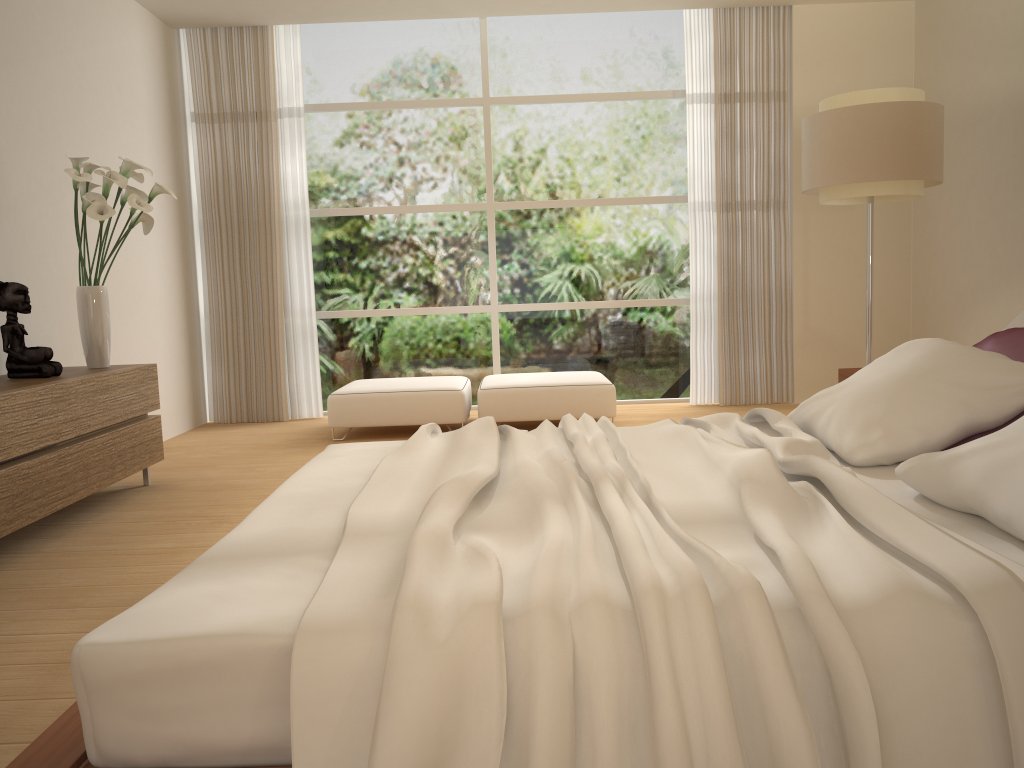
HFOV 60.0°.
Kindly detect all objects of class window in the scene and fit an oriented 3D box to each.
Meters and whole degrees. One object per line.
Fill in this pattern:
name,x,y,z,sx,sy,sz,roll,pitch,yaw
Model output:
window,-0.180,-1.469,7.336,4.781,3.371,0.071,-2,6,0

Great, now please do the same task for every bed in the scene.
bed,0.455,0.444,2.284,2.535,0.570,2.599,-2,6,0

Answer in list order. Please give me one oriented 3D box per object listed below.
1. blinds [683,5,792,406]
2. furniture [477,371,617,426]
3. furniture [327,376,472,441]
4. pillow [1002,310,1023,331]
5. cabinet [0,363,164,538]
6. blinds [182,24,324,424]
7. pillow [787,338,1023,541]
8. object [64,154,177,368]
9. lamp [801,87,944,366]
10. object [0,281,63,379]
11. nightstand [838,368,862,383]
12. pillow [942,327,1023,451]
blinds,1.798,-1.501,7.022,0.814,3.351,0.202,-2,6,-1
furniture,0.242,0.120,6.528,0.965,0.346,0.964,-2,6,0
furniture,-0.793,0.158,6.533,0.965,0.346,0.964,-2,6,0
pillow,1.798,-0.021,2.292,0.461,0.457,1.779,-2,6,-1
cabinet,-2.214,0.420,3.013,0.588,0.662,3.713,-2,6,0
blinds,-2.082,-1.363,7.090,0.950,3.352,0.211,-2,6,-1
pillow,1.203,0.089,2.287,0.561,0.339,1.720,-2,6,0
object,-2.026,-0.630,4.559,0.515,1.085,0.608,-7,8,-41
lamp,2.129,-0.659,5.267,0.817,2.018,0.817,3,8,43
object,-2.258,-0.253,4.101,0.282,0.453,0.181,-2,6,0
nightstand,1.872,0.401,2.334,0.493,0.539,4.220,-2,6,0
pillow,1.473,0.064,2.292,0.575,0.369,1.683,-2,6,0
